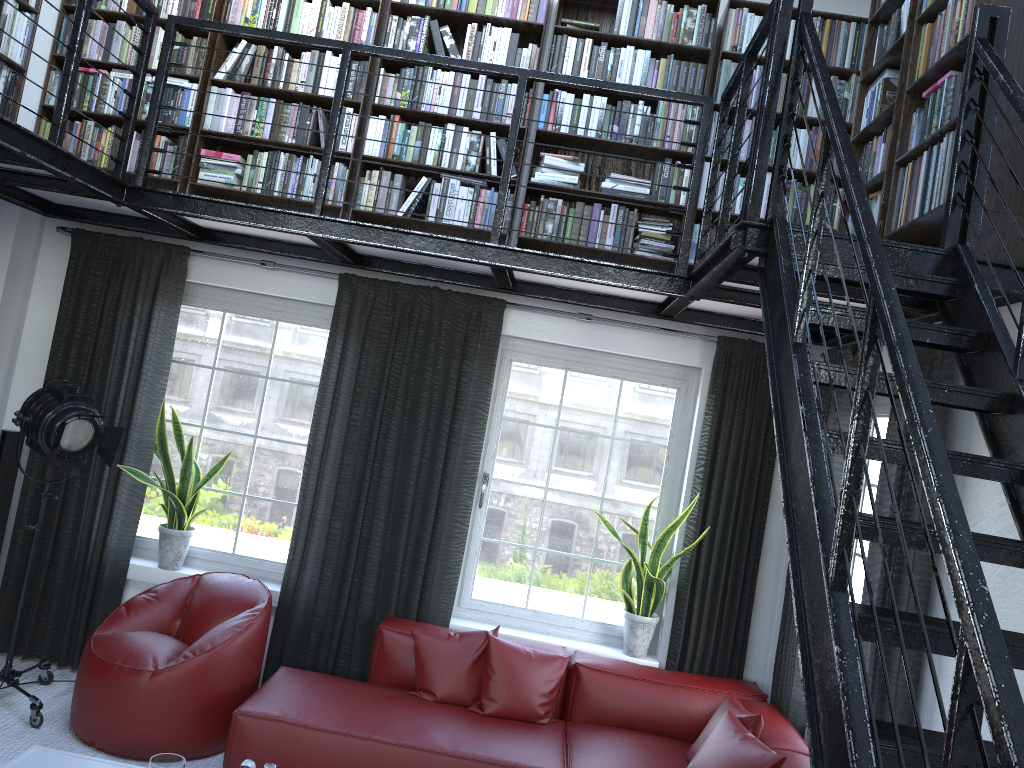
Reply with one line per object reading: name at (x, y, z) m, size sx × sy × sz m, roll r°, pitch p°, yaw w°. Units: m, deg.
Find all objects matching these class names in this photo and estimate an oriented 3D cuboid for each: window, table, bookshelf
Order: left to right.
table at (-1.040, 1.609, 2.722) m, size 1.665 × 0.244 × 1.163 m, roll 10°, pitch -2°, yaw 3°
window at (-1.621, 0.263, 5.080) m, size 1.167 × 1.608 × 0.132 m, roll 10°, pitch -4°, yaw 3°
bookshelf at (-0.376, -1.529, 3.486) m, size 4.477 × 1.619 × 3.082 m, roll 10°, pitch -2°, yaw 3°
window at (0.353, 0.603, 4.966) m, size 1.167 × 1.608 × 0.132 m, roll 10°, pitch -4°, yaw 3°
window at (1.650, 0.800, 3.842) m, size 0.133 × 1.608 × 1.164 m, roll 10°, pitch -3°, yaw 3°

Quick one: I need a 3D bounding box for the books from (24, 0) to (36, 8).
books at (-2.436, -1.976, 3.178) m, size 0.315 × 1.425 × 2.202 m, roll 10°, pitch -2°, yaw 3°

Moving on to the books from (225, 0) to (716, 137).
books at (-0.263, -1.839, 4.882) m, size 2.638 × 0.829 × 0.213 m, roll 10°, pitch -4°, yaw 3°

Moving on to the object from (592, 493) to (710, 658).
object at (0.679, 0.983, 4.645) m, size 0.553 × 0.941 × 0.525 m, roll 10°, pitch -3°, yaw -8°

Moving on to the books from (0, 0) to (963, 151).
books at (-0.396, -1.471, 3.377) m, size 4.337 × 1.142 × 1.595 m, roll 10°, pitch -2°, yaw 2°

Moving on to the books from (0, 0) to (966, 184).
books at (-0.377, -1.610, 3.083) m, size 4.378 × 1.411 × 2.201 m, roll 10°, pitch -2°, yaw 2°

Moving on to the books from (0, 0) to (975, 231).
books at (-0.335, -1.589, 3.619) m, size 4.385 × 1.407 × 1.167 m, roll 10°, pitch -3°, yaw 3°

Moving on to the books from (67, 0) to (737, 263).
books at (-0.311, -1.546, 4.850) m, size 4.443 × 1.399 × 0.241 m, roll 10°, pitch -4°, yaw 4°

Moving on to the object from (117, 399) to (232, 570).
object at (-1.945, 0.532, 4.820) m, size 0.554 × 0.941 × 0.524 m, roll 9°, pitch -3°, yaw 14°

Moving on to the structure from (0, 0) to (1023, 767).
structure at (-0.699, 0.084, 2.619) m, size 4.490 × 3.360 × 4.605 m, roll 10°, pitch -2°, yaw 3°

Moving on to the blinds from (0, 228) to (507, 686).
blinds at (-1.458, 0.490, 4.843) m, size 2.509 × 2.390 × 0.125 m, roll 10°, pitch -4°, yaw 3°

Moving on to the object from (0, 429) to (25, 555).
object at (-2.833, 0.854, 4.780) m, size 0.158 × 1.223 × 0.157 m, roll 9°, pitch -4°, yaw 18°

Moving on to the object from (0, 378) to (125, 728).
object at (-1.242, 0.944, 4.556) m, size 2.901 × 1.582 × 0.753 m, roll 10°, pitch -3°, yaw -13°

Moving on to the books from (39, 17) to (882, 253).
books at (-0.345, -1.580, 4.370) m, size 4.438 × 1.432 × 1.282 m, roll 10°, pitch -3°, yaw 5°

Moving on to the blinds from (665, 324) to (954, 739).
blinds at (1.375, 0.958, 3.981) m, size 0.526 × 2.384 × 1.749 m, roll 11°, pitch -3°, yaw -15°

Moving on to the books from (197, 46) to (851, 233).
books at (0.034, -1.345, 4.836) m, size 3.393 × 1.124 × 0.240 m, roll 10°, pitch -4°, yaw 3°

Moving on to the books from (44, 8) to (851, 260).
books at (-0.308, -1.557, 4.855) m, size 4.437 × 1.415 × 0.226 m, roll 10°, pitch -4°, yaw 3°

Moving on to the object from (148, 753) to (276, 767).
object at (-0.809, 1.384, 2.921) m, size 1.009 × 0.295 × 0.511 m, roll 10°, pitch -2°, yaw 7°

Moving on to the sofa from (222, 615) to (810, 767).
sofa at (-0.003, 1.605, 3.075) m, size 2.542 × 0.657 × 3.273 m, roll 10°, pitch -2°, yaw 3°

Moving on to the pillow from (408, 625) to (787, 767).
pillow at (0.493, 1.475, 3.988) m, size 0.979 × 0.402 × 1.962 m, roll 12°, pitch -2°, yaw -45°

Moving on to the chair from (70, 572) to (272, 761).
chair at (-1.636, 1.313, 4.305) m, size 0.827 × 0.713 × 0.832 m, roll 12°, pitch -3°, yaw -35°
